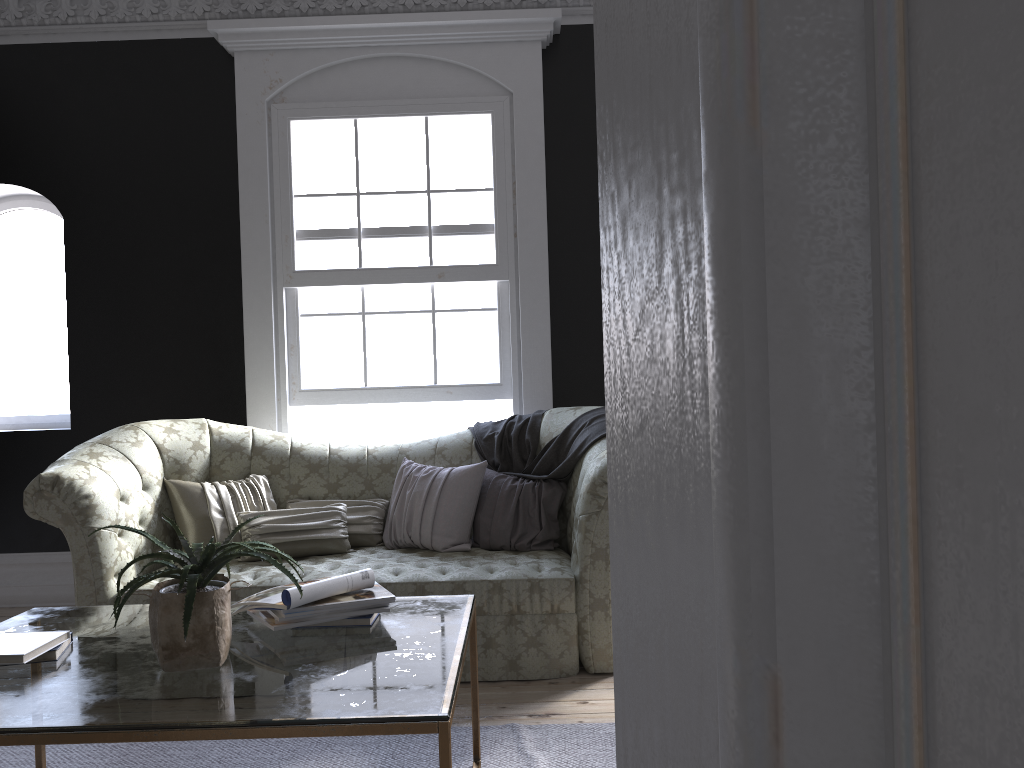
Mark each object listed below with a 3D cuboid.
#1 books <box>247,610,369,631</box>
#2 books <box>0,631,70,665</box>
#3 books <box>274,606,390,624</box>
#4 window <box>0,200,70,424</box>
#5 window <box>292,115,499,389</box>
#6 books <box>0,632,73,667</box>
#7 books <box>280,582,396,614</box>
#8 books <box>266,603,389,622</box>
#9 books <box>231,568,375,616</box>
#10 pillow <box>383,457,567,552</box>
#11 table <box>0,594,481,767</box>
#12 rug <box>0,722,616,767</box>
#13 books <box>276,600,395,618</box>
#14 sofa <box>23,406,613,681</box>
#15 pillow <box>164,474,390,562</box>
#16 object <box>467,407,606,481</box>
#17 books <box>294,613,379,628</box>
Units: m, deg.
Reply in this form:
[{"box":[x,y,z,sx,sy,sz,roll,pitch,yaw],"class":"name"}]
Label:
[{"box":[-0.582,0.666,2.601,0.318,0.011,0.252,-1,-1,-33],"class":"books"},{"box":[-1.338,0.676,2.267,0.307,0.024,0.220,-2,-1,0],"class":"books"},{"box":[-0.539,0.654,2.610,0.318,0.011,0.252,-2,-1,-18],"class":"books"},{"box":[-3.161,-0.470,5.827,0.740,1.457,0.112,-2,1,0],"class":"window"},{"box":[-0.705,-0.796,5.396,1.263,1.672,0.056,-2,1,0],"class":"window"},{"box":[-1.333,0.703,2.333,0.289,0.030,0.193,-2,-1,-15],"class":"books"},{"box":[-0.530,0.622,2.599,0.318,0.011,0.252,-2,-1,-23],"class":"books"},{"box":[-0.555,0.644,2.608,0.318,0.011,0.252,-1,-1,-28],"class":"books"},{"box":[-0.610,0.611,2.591,0.273,0.109,0.322,-2,-1,35],"class":"books"},{"box":[-0.198,0.606,4.487,0.964,0.461,0.405,-2,0,8],"class":"pillow"},{"box":[-0.838,0.981,2.353,1.449,0.558,1.092,-2,0,0],"class":"table"},{"box":[-0.784,1.245,2.204,3.645,0.050,2.106,-2,-1,1],"class":"rug"},{"box":[-0.538,0.633,2.601,0.318,0.011,0.252,-1,-1,-28],"class":"books"},{"box":[-0.712,0.732,4.540,2.813,1.161,1.606,-2,0,1],"class":"sofa"},{"box":[-1.197,0.658,4.473,1.105,0.416,0.529,-2,0,0],"class":"pillow"},{"box":[0.241,0.416,4.632,0.517,0.585,1.367,-2,0,-40],"class":"object"},{"box":[-0.515,0.681,2.606,0.231,0.023,0.162,-2,-1,1],"class":"books"}]
